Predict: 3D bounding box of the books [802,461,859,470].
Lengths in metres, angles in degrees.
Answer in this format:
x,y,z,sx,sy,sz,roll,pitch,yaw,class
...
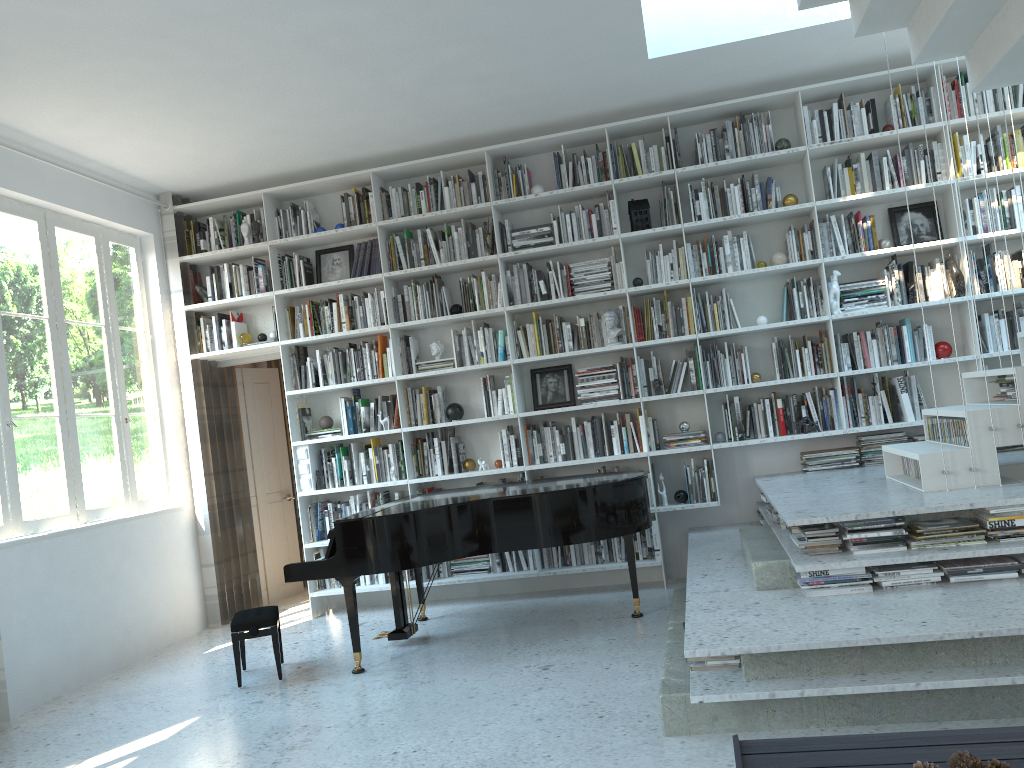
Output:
x,y,z,sx,sy,sz,roll,pitch,yaw,class
2.096,0.537,5.846,0.346,0.007,0.193,-8,-3,16,books

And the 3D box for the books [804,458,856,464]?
x,y,z,sx,sy,sz,roll,pitch,yaw,class
2.096,0.500,5.861,0.308,0.008,0.195,-8,-3,11,books

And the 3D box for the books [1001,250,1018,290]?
x,y,z,sx,sy,sz,roll,pitch,yaw,class
3.135,-0.710,5.630,0.056,0.261,0.176,-8,-2,11,books

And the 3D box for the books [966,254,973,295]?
x,y,z,sx,sy,sz,roll,pitch,yaw,class
2.898,-0.683,5.686,0.026,0.273,0.158,-8,-2,11,books

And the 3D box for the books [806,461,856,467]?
x,y,z,sx,sy,sz,roll,pitch,yaw,class
2.096,0.523,5.855,0.308,0.008,0.195,-8,-3,13,books

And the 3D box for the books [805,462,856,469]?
x,y,z,sx,sy,sz,roll,pitch,yaw,class
2.096,0.530,5.850,0.308,0.008,0.195,-8,-3,15,books

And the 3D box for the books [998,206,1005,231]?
x,y,z,sx,sy,sz,roll,pitch,yaw,class
3.096,-1.034,5.661,0.027,0.179,0.157,-8,-2,11,books

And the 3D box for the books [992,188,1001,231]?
x,y,z,sx,sy,sz,roll,pitch,yaw,class
3.068,-1.088,5.653,0.012,0.292,0.165,-8,-2,11,books

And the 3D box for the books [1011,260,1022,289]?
x,y,z,sx,sy,sz,roll,pitch,yaw,class
3.177,-0.679,5.622,0.023,0.189,0.169,-8,-2,11,books

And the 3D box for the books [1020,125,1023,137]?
x,y,z,sx,sy,sz,roll,pitch,yaw,class
3.255,-1.484,5.623,0.010,0.295,0.165,-8,-2,11,books

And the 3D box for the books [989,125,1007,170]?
x,y,z,sx,sy,sz,roll,pitch,yaw,class
3.059,-1.461,5.583,0.022,0.296,0.152,-8,-2,11,books

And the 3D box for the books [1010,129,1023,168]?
x,y,z,sx,sy,sz,roll,pitch,yaw,class
3.156,-1.446,5.586,0.042,0.242,0.248,-8,-2,11,books

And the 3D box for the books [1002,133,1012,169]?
x,y,z,sx,sy,sz,roll,pitch,yaw,class
3.098,-1.439,5.584,0.022,0.242,0.144,-8,-2,11,books

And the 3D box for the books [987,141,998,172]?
x,y,z,sx,sy,sz,roll,pitch,yaw,class
3.022,-1.413,5.605,0.025,0.211,0.135,-8,-2,11,books

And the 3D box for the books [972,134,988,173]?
x,y,z,sx,sy,sz,roll,pitch,yaw,class
2.957,-1.431,5.611,0.023,0.263,0.158,-8,-2,11,books

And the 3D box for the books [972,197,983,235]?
x,y,z,sx,sy,sz,roll,pitch,yaw,class
2.952,-1.050,5.665,0.023,0.247,0.182,-8,-2,11,books

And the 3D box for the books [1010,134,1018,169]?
x,y,z,sx,sy,sz,roll,pitch,yaw,class
3.126,-1.433,5.569,0.013,0.222,0.174,-8,-2,11,books

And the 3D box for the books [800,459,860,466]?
x,y,z,sx,sy,sz,roll,pitch,yaw,class
2.097,0.515,5.855,0.346,0.007,0.193,-8,-3,9,books

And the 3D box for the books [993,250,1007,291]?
x,y,z,sx,sy,sz,roll,pitch,yaw,class
3.099,-0.706,5.650,0.022,0.265,0.157,-8,-2,11,books

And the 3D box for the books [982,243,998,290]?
x,y,z,sx,sy,sz,roll,pitch,yaw,class
3.055,-0.729,5.667,0.012,0.322,0.141,-8,-2,11,books

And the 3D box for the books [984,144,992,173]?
x,y,z,sx,sy,sz,roll,pitch,yaw,class
2.999,-1.402,5.644,0.038,0.199,0.170,-8,-2,11,books

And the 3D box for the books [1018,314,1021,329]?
x,y,z,sx,sy,sz,roll,pitch,yaw,class
3.196,-0.327,5.624,0.014,0.221,0.155,-8,-2,11,books

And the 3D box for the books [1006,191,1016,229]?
x,y,z,sx,sy,sz,roll,pitch,yaw,class
3.150,-1.082,5.636,0.024,0.259,0.156,-8,-2,11,books

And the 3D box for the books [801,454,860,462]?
x,y,z,sx,sy,sz,roll,pitch,yaw,class
2.095,0.485,5.853,0.346,0.007,0.193,-8,-3,8,books

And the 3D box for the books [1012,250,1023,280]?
x,y,z,sx,sy,sz,roll,pitch,yaw,class
3.225,-0.715,5.617,0.022,0.247,0.181,-8,-2,11,books

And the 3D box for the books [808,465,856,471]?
x,y,z,sx,sy,sz,roll,pitch,yaw,class
2.098,0.545,5.850,0.308,0.008,0.195,-8,-3,7,books

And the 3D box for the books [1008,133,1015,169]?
x,y,z,sx,sy,sz,roll,pitch,yaw,class
3.115,-1.439,5.581,0.012,0.237,0.165,-8,-2,11,books

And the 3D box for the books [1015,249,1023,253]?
x,y,z,sx,sy,sz,roll,pitch,yaw,class
3.251,-0.724,5.623,0.029,0.259,0.171,-8,-2,11,books

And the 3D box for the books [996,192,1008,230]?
x,y,z,sx,sy,sz,roll,pitch,yaw,class
3.108,-1.077,5.646,0.013,0.260,0.158,-8,-2,11,books

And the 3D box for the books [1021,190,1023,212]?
x,y,z,sx,sy,sz,roll,pitch,yaw,class
3.249,-1.092,5.633,0.012,0.254,0.161,-8,-2,11,books

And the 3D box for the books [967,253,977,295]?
x,y,z,sx,sy,sz,roll,pitch,yaw,class
2.922,-0.689,5.679,0.025,0.277,0.160,-8,-2,11,books

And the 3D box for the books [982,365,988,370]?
x,y,z,sx,sy,sz,roll,pitch,yaw,class
2.995,0.030,5.597,0.011,0.293,0.144,-8,-2,11,books

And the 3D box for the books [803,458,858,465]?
x,y,z,sx,sy,sz,roll,pitch,yaw,class
2.094,0.507,5.848,0.308,0.008,0.195,-7,-3,6,books

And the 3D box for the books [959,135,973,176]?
x,y,z,sx,sy,sz,roll,pitch,yaw,class
2.858,-1.418,5.610,0.026,0.263,0.189,-8,-2,11,books

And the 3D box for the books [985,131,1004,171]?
x,y,z,sx,sy,sz,roll,pitch,yaw,class
3.038,-1.437,5.582,0.023,0.253,0.189,-8,-2,11,books

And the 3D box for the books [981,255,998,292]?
x,y,z,sx,sy,sz,roll,pitch,yaw,class
3.040,-0.688,5.652,0.022,0.243,0.170,-8,-2,11,books

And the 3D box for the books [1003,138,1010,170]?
x,y,z,sx,sy,sz,roll,pitch,yaw,class
3.082,-1.419,5.581,0.014,0.206,0.184,-8,-2,11,books

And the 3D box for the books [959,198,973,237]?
x,y,z,sx,sy,sz,roll,pitch,yaw,class
2.913,-1.047,5.689,0.012,0.254,0.161,-8,-2,11,books

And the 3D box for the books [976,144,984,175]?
x,y,z,sx,sy,sz,roll,pitch,yaw,class
2.935,-1.393,5.600,0.024,0.193,0.190,-8,-2,11,books

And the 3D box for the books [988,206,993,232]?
x,y,z,sx,sy,sz,roll,pitch,yaw,class
3.037,-1.032,5.677,0.028,0.191,0.136,-8,-2,11,books

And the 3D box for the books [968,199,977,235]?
x,y,z,sx,sy,sz,roll,pitch,yaw,class
2.934,-1.047,5.697,0.026,0.250,0.160,-8,-2,11,books

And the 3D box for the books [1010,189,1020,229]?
x,y,z,sx,sy,sz,roll,pitch,yaw,class
3.172,-1.087,5.629,0.022,0.262,0.172,-8,-2,11,books

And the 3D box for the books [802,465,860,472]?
x,y,z,sx,sy,sz,roll,pitch,yaw,class
2.099,0.552,5.849,0.346,0.007,0.193,-8,-3,15,books

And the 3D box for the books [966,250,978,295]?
x,y,z,sx,sy,sz,roll,pitch,yaw,class
2.941,-0.699,5.690,0.010,0.293,0.164,-8,-2,11,books

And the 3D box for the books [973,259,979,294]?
x,y,z,sx,sy,sz,roll,pitch,yaw,class
2.954,-0.673,5.688,0.010,0.238,0.147,-8,-2,11,books

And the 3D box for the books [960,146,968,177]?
x,y,z,sx,sy,sz,roll,pitch,yaw,class
2.839,-1.386,5.622,0.024,0.205,0.165,-8,-2,11,books

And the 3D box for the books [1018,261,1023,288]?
x,y,z,sx,sy,sz,roll,pitch,yaw,class
3.207,-0.680,5.637,0.030,0.184,0.137,-8,-2,11,books

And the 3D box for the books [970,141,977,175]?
x,y,z,sx,sy,sz,roll,pitch,yaw,class
2.899,-1.403,5.613,0.049,0.223,0.161,-8,-2,11,books

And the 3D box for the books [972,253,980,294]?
x,y,z,sx,sy,sz,roll,pitch,yaw,class
2.963,-0.694,5.696,0.010,0.279,0.147,-8,-2,11,books

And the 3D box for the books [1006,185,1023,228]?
x,y,z,sx,sy,sz,roll,pitch,yaw,class
3.197,-1.100,5.629,0.030,0.283,0.166,-8,-2,11,books

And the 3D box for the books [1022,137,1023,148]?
x,y,z,sx,sy,sz,roll,pitch,yaw,class
3.223,-1.440,5.637,0.024,0.217,0.167,-8,-2,11,books

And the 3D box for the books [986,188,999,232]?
x,y,z,sx,sy,sz,roll,pitch,yaw,class
3.053,-1.087,5.668,0.022,0.297,0.162,-8,-2,11,books

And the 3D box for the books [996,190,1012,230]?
x,y,z,sx,sy,sz,roll,pitch,yaw,class
3.127,-1.084,5.651,0.025,0.270,0.152,-8,-2,11,books

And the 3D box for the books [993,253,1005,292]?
x,y,z,sx,sy,sz,roll,pitch,yaw,class
3.075,-0.694,5.643,0.026,0.245,0.180,-8,-2,11,books

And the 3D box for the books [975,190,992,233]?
x,y,z,sx,sy,sz,roll,pitch,yaw,class
3.004,-1.076,5.652,0.014,0.285,0.185,-8,-2,11,books

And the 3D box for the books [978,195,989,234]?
x,y,z,sx,sy,sz,roll,pitch,yaw,class
2.989,-1.059,5.669,0.026,0.256,0.173,-8,-2,11,books

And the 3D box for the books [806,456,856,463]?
x,y,z,sx,sy,sz,roll,pitch,yaw,class
2.095,0.492,5.848,0.308,0.008,0.195,-8,-3,16,books

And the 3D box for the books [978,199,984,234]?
x,y,z,sx,sy,sz,roll,pitch,yaw,class
2.973,-1.047,5.678,0.012,0.238,0.172,-8,-2,11,books

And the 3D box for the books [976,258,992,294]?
x,y,z,sx,sy,sz,roll,pitch,yaw,class
3.003,-0.678,5.687,0.066,0.236,0.144,-8,-2,11,books
